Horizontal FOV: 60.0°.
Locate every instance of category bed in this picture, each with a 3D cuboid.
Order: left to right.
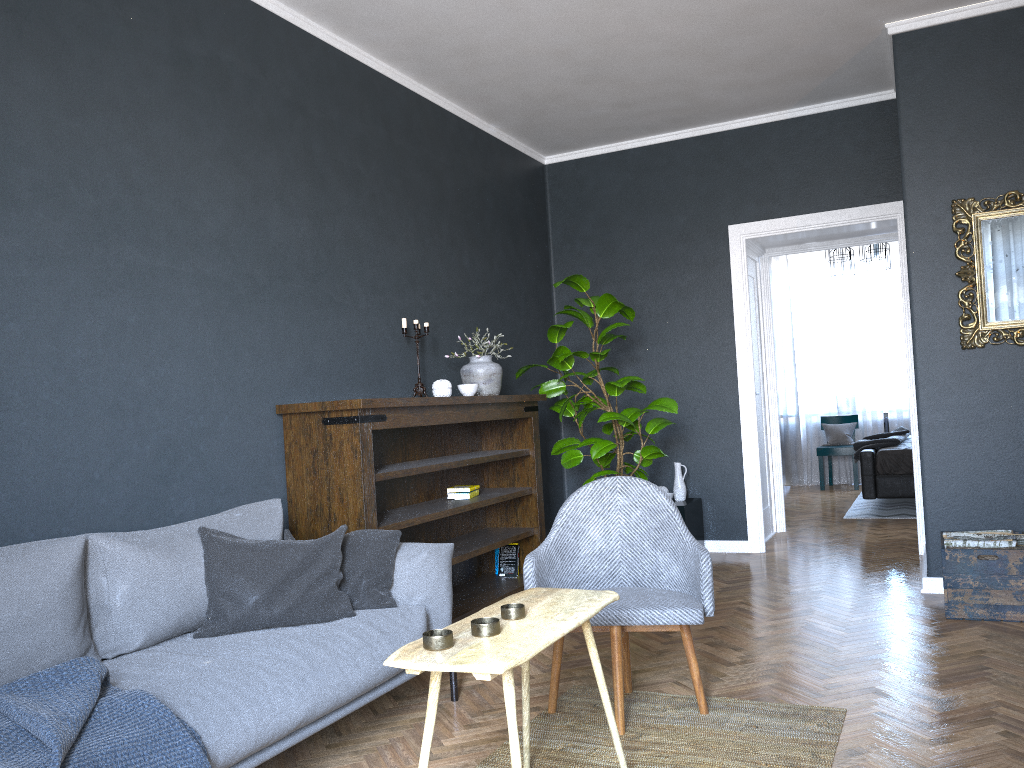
[{"bbox_3d":[4.337,0.477,7.929,2.376,1.161,2.265,-4,-2,26],"label":"bed"}]

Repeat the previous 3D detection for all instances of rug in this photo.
[{"bbox_3d":[0.258,1.142,2.329,1.004,0.013,2.011,-4,-2,26],"label":"rug"},{"bbox_3d":[3.896,1.091,8.114,1.459,0.013,2.045,-4,-2,26],"label":"rug"}]

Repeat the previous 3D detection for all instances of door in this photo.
[{"bbox_3d":[1.799,0.077,6.623,0.162,2.186,0.856,-4,-1,26],"label":"door"}]

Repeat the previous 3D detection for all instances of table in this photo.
[{"bbox_3d":[0.029,0.881,2.285,0.339,0.550,0.787,-4,-1,26],"label":"table"}]

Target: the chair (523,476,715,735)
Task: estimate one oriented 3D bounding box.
[{"bbox_3d":[0.372,0.752,3.151,0.645,0.811,0.495,-4,-1,4],"label":"chair"}]

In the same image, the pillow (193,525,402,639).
[{"bbox_3d":[-0.754,0.648,3.113,0.442,0.362,0.797,-5,-2,43],"label":"pillow"}]

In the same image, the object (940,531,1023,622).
[{"bbox_3d":[2.281,0.911,4.259,0.383,0.326,0.552,-4,-2,26],"label":"object"}]

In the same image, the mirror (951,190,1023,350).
[{"bbox_3d":[2.751,-0.596,4.329,1.057,0.784,0.067,-4,-1,26],"label":"mirror"}]

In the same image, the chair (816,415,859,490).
[{"bbox_3d":[3.648,0.755,9.879,0.436,0.798,0.592,-4,-1,26],"label":"chair"}]

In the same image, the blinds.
[{"bbox_3d":[4.267,-0.279,10.023,3.994,2.788,0.312,-4,-1,26],"label":"blinds"}]

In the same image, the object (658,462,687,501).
[{"bbox_3d":[1.064,0.680,6.151,0.228,0.268,0.228,-3,-1,-31],"label":"object"}]

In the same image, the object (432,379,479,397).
[{"bbox_3d":[-0.303,0.023,4.773,0.255,0.104,0.118,-3,-1,-9],"label":"object"}]

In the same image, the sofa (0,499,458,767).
[{"bbox_3d":[-1.061,0.829,2.573,0.970,0.798,2.340,-4,-2,25],"label":"sofa"}]

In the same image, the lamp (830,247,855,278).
[{"bbox_3d":[3.209,-1.455,8.661,0.210,0.804,0.210,-4,-1,39],"label":"lamp"}]

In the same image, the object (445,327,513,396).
[{"bbox_3d":[-0.185,-0.129,5.087,0.385,0.412,0.275,-4,-1,4],"label":"object"}]

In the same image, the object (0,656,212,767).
[{"bbox_3d":[-1.032,0.833,1.920,0.490,0.329,0.666,-4,-2,30],"label":"object"}]

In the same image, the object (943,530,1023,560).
[{"bbox_3d":[2.281,0.835,4.259,0.370,0.246,0.533,-4,-2,26],"label":"object"}]

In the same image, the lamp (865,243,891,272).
[{"bbox_3d":[3.619,-1.504,8.805,0.210,0.747,0.210,-4,-1,39],"label":"lamp"}]

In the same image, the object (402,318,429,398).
[{"bbox_3d":[-0.513,-0.134,4.700,0.130,0.437,0.145,-3,-1,-28],"label":"object"}]

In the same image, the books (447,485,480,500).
[{"bbox_3d":[-0.250,0.626,4.937,0.174,0.113,0.197,-4,-1,14],"label":"books"}]

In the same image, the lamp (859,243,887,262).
[{"bbox_3d":[3.197,-1.494,7.913,0.210,0.769,0.210,-4,-1,39],"label":"lamp"}]

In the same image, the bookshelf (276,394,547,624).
[{"bbox_3d":[-0.372,0.661,4.600,0.451,1.172,1.918,-4,-1,26],"label":"bookshelf"}]

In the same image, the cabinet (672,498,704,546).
[{"bbox_3d":[0.953,1.017,6.173,0.650,0.390,0.456,-4,-1,26],"label":"cabinet"}]

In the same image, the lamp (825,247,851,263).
[{"bbox_3d":[3.035,-1.505,8.312,0.210,0.714,0.210,-4,-1,39],"label":"lamp"}]

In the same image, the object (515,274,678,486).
[{"bbox_3d":[0.540,0.275,5.559,1.118,1.898,0.763,-4,-1,19],"label":"object"}]

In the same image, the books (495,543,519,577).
[{"bbox_3d":[-0.023,1.064,5.352,0.179,0.193,0.122,-4,-1,29],"label":"books"}]

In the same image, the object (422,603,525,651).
[{"bbox_3d":[-0.071,0.594,2.179,0.103,0.033,0.368,-5,-2,36],"label":"object"}]
